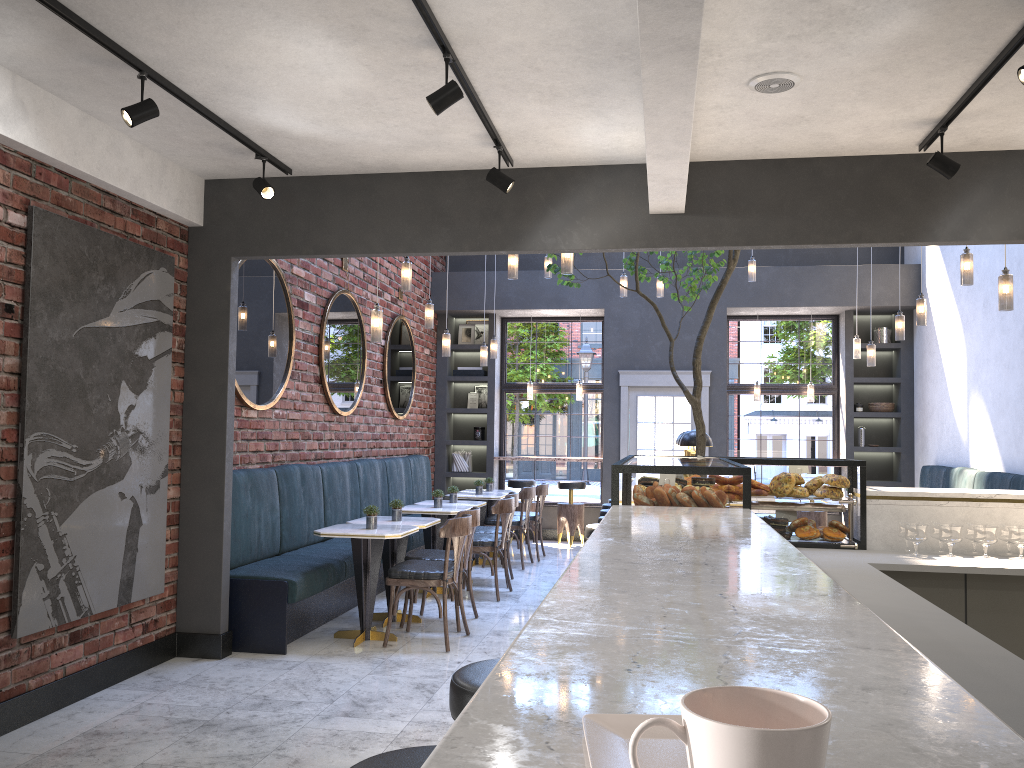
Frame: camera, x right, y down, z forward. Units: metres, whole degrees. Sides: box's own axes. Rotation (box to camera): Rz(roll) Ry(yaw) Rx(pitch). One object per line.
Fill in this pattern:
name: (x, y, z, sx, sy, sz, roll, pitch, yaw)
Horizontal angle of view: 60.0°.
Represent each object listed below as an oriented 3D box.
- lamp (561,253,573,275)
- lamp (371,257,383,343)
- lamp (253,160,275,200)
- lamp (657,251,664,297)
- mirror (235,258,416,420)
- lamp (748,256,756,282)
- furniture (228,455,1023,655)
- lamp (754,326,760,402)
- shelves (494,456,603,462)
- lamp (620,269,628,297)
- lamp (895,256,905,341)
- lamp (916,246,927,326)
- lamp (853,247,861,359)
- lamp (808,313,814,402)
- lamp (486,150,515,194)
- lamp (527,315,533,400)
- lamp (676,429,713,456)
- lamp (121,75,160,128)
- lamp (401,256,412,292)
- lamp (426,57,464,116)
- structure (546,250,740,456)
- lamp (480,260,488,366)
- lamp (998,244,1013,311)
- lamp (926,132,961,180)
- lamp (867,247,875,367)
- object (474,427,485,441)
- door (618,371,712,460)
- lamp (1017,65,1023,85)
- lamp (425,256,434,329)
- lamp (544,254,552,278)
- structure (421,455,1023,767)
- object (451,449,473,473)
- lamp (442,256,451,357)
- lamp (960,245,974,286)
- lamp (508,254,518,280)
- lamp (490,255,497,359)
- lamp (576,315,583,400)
lamp: (0.394, -2.778, 5.952, 0.078, 4.103, 0.078, -1, -4, 39)
lamp: (-0.896, -2.334, 6.149, 0.078, 4.103, 0.078, 1, -3, -5)
lamp: (-1.410, -1.157, 5.045, 0.087, 0.235, 0.157, 3, -4, -39)
lamp: (1.694, -3.028, 10.055, 0.078, 4.103, 0.078, 1, -3, -5)
mirror: (-1.569, -0.453, 8.380, 0.036, 1.509, 4.776, 0, -3, 10)
lamp: (2.531, -3.118, 9.335, 0.078, 4.103, 0.078, 1, -3, -5)
furniture: (1.345, 1.299, 7.845, 6.021, 1.150, 5.343, 0, -3, 10)
lamp: (3.132, -0.489, 11.325, 0.078, 1.428, 0.078, 2, -3, -28)
shelves: (1.962, 0.997, 11.456, 4.403, 0.043, 0.384, 0, -3, 10)
lamp: (1.212, -2.975, 9.497, 0.078, 4.103, 0.078, 1, -3, -5)
lamp: (3.475, -2.439, 7.970, 0.078, 4.103, 0.078, 2, -3, -28)
lamp: (3.363, -2.526, 7.310, 0.078, 4.103, 0.078, 2, -3, -28)
lamp: (3.772, -2.323, 9.718, 0.078, 4.103, 0.078, 1, -3, -5)
lamp: (3.779, -0.486, 11.215, 0.078, 1.428, 0.078, -1, -4, 39)
lamp: (-0.063, -1.152, 4.818, 0.157, 0.238, 0.087, 1, -3, 4)
lamp: (0.249, -0.503, 11.817, 0.078, 1.428, 0.078, -1, -4, 39)
lamp: (0.399, -1.006, 4.572, 4.183, 3.255, 8.839, 1, -3, -7)
lamp: (-1.620, -1.229, 3.868, 0.157, 0.238, 0.087, 3, -4, -41)
lamp: (-0.775, -2.757, 6.846, 0.078, 4.103, 0.078, 1, -3, -5)
lamp: (-0.275, -1.222, 3.643, 0.157, 0.238, 0.087, 1, -3, 4)
structure: (1.495, -1.163, 7.019, 2.807, 5.986, 3.745, 3, -4, -37)
lamp: (-0.279, -2.245, 9.770, 0.078, 4.103, 0.078, 1, -3, -5)
lamp: (3.060, -2.500, 5.537, 0.078, 4.103, 0.078, 1, -3, -5)
lamp: (2.159, -1.140, 4.439, 0.157, 0.235, 0.087, 1, -3, 4)
lamp: (3.659, -2.228, 9.057, 0.078, 4.103, 0.078, 1, -3, -5)
object: (-0.437, 0.666, 11.854, 0.152, 0.181, 0.152, 3, -4, -42)
door: (1.874, 0.947, 10.935, 1.132, 2.218, 0.152, 0, -3, 10)
lamp: (1.948, -1.210, 3.264, 0.157, 0.235, 0.087, 1, -3, 4)
lamp: (-0.710, -2.545, 8.005, 0.078, 4.103, 0.078, 0, -3, 17)
lamp: (0.403, -3.148, 9.259, 0.078, 4.103, 0.078, 1, -3, -5)
structure: (1.761, 0.896, 1.956, 3.205, 1.299, 5.808, 0, -3, 10)
object: (-0.670, 1.019, 11.890, 0.250, 0.323, 0.241, 0, -3, 10)
lamp: (-0.605, -2.314, 8.629, 0.078, 4.103, 0.078, 0, -3, 17)
lamp: (3.181, -2.734, 6.239, 0.078, 4.103, 0.078, 1, -3, -5)
lamp: (0.036, -2.856, 6.896, 0.078, 4.103, 0.078, -1, -4, 39)
lamp: (-0.182, -2.344, 10.340, 0.078, 4.103, 0.078, 1, -3, -5)
lamp: (0.896, -0.499, 11.707, 0.078, 1.428, 0.078, 2, -3, -28)
